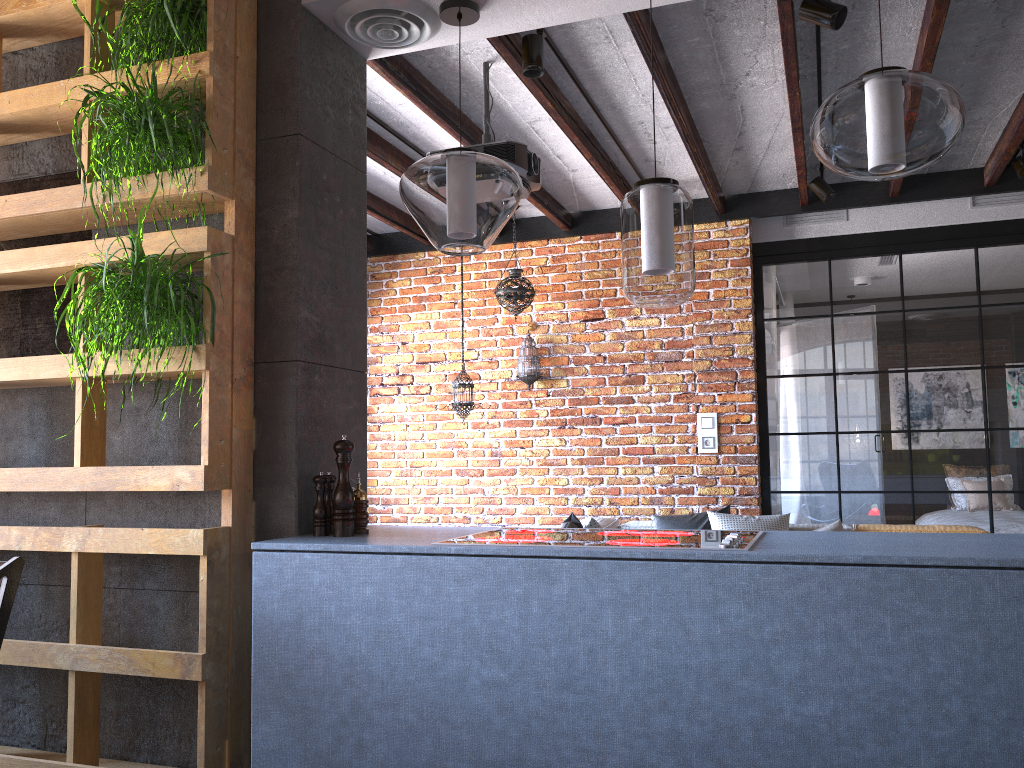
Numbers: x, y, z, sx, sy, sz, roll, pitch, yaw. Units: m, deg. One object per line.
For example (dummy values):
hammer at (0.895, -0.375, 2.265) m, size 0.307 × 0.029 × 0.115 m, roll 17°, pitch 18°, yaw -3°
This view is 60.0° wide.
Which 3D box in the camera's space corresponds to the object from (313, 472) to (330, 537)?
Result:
object at (-0.541, 0.340, 2.515) m, size 0.048 × 0.179 × 0.048 m, roll 1°, pitch -5°, yaw -20°

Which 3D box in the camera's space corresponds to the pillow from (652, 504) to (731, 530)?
pillow at (1.079, 0.913, 5.259) m, size 0.510 × 0.400 × 0.263 m, roll -2°, pitch -5°, yaw 14°

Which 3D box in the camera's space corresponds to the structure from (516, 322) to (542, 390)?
structure at (0.115, -0.198, 6.069) m, size 0.169 × 0.482 × 0.169 m, roll -2°, pitch -5°, yaw 20°

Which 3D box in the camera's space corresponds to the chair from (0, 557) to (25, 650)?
chair at (-1.570, 0.838, 2.051) m, size 0.495 × 0.818 × 0.611 m, roll -2°, pitch -5°, yaw 20°

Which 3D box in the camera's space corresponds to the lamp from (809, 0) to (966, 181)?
lamp at (0.946, -0.856, 2.271) m, size 0.364 × 0.664 × 0.364 m, roll -1°, pitch -5°, yaw 3°

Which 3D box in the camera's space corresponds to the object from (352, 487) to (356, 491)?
object at (-0.483, 0.372, 2.632) m, size 0.069 × 0.135 × 0.069 m, roll -1°, pitch -5°, yaw 0°

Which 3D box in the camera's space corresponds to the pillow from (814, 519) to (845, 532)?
pillow at (1.705, 0.918, 4.904) m, size 0.485 × 0.314 × 0.358 m, roll 2°, pitch -5°, yaw -28°

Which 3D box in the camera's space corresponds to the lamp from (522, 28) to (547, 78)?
lamp at (0.085, -1.283, 3.435) m, size 0.082 × 0.184 × 0.119 m, roll -2°, pitch -5°, yaw 16°

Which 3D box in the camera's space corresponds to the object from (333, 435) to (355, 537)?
object at (-0.473, 0.286, 2.495) m, size 0.061 × 0.282 × 0.061 m, roll -4°, pitch -5°, yaw 33°

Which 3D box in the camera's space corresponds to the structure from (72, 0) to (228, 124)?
structure at (-0.991, -0.987, 2.663) m, size 0.422 × 0.620 × 0.571 m, roll -2°, pitch -5°, yaw 9°

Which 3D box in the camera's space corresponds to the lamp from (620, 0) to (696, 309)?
lamp at (0.392, -0.688, 2.443) m, size 0.195 × 0.954 × 0.198 m, roll 3°, pitch -6°, yaw -40°

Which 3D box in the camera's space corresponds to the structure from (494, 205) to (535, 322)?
structure at (0.021, -0.796, 5.866) m, size 0.265 × 0.778 × 0.273 m, roll 2°, pitch -5°, yaw -31°

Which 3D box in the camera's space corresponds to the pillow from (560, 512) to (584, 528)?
pillow at (0.300, 0.821, 4.158) m, size 0.238 × 0.417 × 0.539 m, roll -2°, pitch -5°, yaw 9°

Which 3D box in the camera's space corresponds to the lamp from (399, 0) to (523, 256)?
lamp at (-0.154, -0.766, 2.658) m, size 0.367 × 0.746 × 0.367 m, roll 1°, pitch -5°, yaw -17°

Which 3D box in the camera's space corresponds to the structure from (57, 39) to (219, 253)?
structure at (-1.028, -0.636, 2.471) m, size 0.422 × 0.620 × 0.571 m, roll 0°, pitch -5°, yaw -11°

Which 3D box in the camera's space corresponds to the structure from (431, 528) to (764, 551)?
structure at (0.244, 0.410, 2.309) m, size 0.763 × 0.057 × 0.504 m, roll -3°, pitch -5°, yaw 20°

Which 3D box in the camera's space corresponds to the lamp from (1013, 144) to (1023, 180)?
lamp at (2.760, -1.194, 4.786) m, size 0.082 × 0.207 × 0.159 m, roll -2°, pitch -5°, yaw 19°

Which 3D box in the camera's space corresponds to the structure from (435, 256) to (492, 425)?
structure at (-0.337, -0.441, 6.042) m, size 0.338 × 1.436 × 0.389 m, roll -2°, pitch -5°, yaw 20°

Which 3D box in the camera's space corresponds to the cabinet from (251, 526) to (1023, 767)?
cabinet at (0.818, 0.797, 2.082) m, size 2.960 × 0.843 × 0.607 m, roll -3°, pitch -5°, yaw 20°

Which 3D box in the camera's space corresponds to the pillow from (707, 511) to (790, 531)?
pillow at (1.380, 0.909, 5.093) m, size 0.495 × 0.354 × 0.293 m, roll -1°, pitch -5°, yaw 5°

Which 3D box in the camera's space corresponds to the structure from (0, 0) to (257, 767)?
structure at (-2.123, -0.006, 2.977) m, size 2.829 × 2.380 × 0.206 m, roll -3°, pitch -5°, yaw 20°

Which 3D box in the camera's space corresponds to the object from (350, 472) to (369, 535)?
object at (-0.450, 0.338, 2.583) m, size 0.058 × 0.192 × 0.081 m, roll 2°, pitch -5°, yaw -29°

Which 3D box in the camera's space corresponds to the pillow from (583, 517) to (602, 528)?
pillow at (0.438, 0.859, 4.466) m, size 0.250 × 0.402 × 0.544 m, roll -1°, pitch -5°, yaw 2°

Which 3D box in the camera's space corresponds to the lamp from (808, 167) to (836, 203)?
lamp at (1.797, -1.148, 5.140) m, size 0.150 × 0.210 × 0.094 m, roll -3°, pitch -5°, yaw 21°

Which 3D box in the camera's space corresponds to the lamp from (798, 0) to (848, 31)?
lamp at (1.084, -1.318, 3.090) m, size 0.162 × 0.201 × 0.092 m, roll -4°, pitch -6°, yaw 36°

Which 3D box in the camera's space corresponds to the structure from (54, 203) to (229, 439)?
structure at (-1.039, -0.154, 2.484) m, size 0.571 × 0.620 × 0.422 m, roll -5°, pitch -6°, yaw 39°

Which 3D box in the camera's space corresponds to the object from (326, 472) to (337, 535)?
object at (-0.533, 0.346, 2.578) m, size 0.048 × 0.179 × 0.048 m, roll -1°, pitch -5°, yaw 3°

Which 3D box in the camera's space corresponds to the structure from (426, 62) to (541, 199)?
structure at (-0.126, -1.205, 3.760) m, size 0.464 × 0.816 × 0.409 m, roll -2°, pitch -5°, yaw 20°

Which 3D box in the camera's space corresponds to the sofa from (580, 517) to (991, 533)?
sofa at (1.573, 1.058, 4.167) m, size 3.301 × 0.697 × 2.537 m, roll -3°, pitch -5°, yaw 19°
